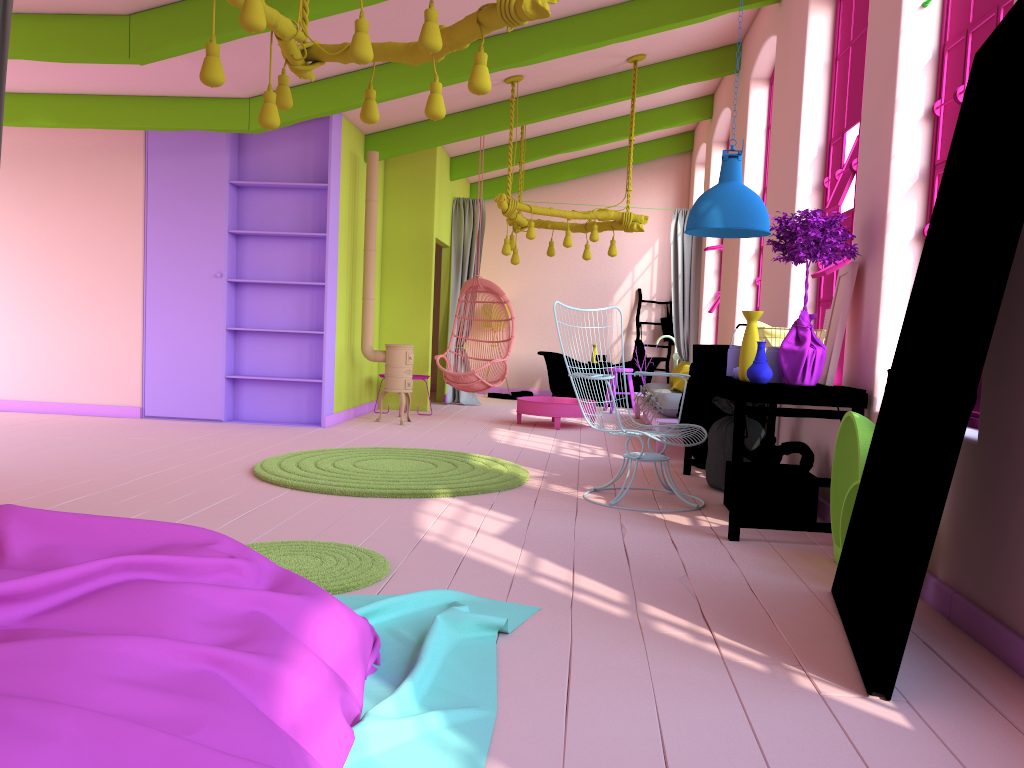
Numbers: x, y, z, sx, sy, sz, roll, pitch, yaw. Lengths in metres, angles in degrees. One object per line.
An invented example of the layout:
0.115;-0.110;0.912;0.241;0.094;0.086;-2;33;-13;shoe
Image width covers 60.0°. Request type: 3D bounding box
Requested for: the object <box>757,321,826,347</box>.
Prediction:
1.654;-0.210;5.545;0.444;0.369;0.632;3;4;5;object

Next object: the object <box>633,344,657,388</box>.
1.839;-0.117;12.065;0.277;0.988;0.451;-1;5;-41;object

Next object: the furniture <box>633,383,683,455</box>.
1.757;0.287;9.404;0.907;0.507;3.773;3;4;5;furniture

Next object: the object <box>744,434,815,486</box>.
1.588;0.546;5.451;0.300;0.448;0.671;1;4;-20;object

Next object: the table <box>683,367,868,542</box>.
1.555;0.356;5.618;0.655;0.821;2.191;3;4;5;table

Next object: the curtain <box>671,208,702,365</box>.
2.278;-0.932;11.680;0.518;2.788;0.525;4;5;24;curtain

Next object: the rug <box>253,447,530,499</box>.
-0.830;0.600;6.255;1.889;0.050;1.887;2;4;-8;rug

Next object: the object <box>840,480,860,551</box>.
1.555;0.646;3.834;0.137;0.463;0.284;2;4;-10;object

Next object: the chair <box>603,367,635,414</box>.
1.403;0.084;11.772;0.473;0.593;0.446;1;4;-27;chair

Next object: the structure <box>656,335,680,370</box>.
2.295;-0.169;12.772;0.254;1.062;0.451;-1;6;-42;structure

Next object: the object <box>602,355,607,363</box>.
1.338;-0.333;12.827;0.069;0.171;0.069;4;5;24;object

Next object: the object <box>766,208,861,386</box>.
1.580;-0.468;4.761;0.441;0.951;0.502;0;5;-35;object

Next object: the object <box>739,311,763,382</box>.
1.306;-0.207;4.857;0.116;0.383;0.115;1;4;-22;object

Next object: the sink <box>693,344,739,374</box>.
1.461;-0.179;6.241;0.340;0.194;0.609;3;4;5;sink

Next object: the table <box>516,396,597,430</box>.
0.489;0.317;9.800;0.885;0.286;0.885;5;4;30;table

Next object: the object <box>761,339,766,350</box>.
1.650;-0.179;5.991;0.165;0.250;0.410;6;5;40;object

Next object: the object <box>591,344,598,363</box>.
1.195;-0.413;12.835;0.097;0.321;0.097;4;4;16;object

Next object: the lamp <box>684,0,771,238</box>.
1.382;-1.933;5.441;0.528;2.004;0.528;6;5;36;lamp

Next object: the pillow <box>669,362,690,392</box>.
1.947;-0.073;9.446;0.578;0.399;1.996;3;4;4;pillow

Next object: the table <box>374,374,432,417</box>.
-1.255;0.123;10.286;0.595;0.459;0.596;6;5;42;table

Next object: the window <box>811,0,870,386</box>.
2.219;-1.426;5.702;0.492;3.006;1.496;3;4;5;window

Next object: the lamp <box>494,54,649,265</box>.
0.460;-2.406;9.575;1.611;2.266;1.774;2;4;-14;lamp

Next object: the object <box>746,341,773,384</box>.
1.305;-0.113;4.664;0.132;0.219;0.132;4;4;21;object

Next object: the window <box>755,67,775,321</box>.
2.417;-1.578;8.148;0.072;3.049;1.274;3;4;5;window

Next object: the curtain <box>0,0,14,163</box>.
-2.512;-0.708;3.963;0.518;2.788;0.524;1;4;-15;curtain

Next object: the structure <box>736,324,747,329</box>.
1.652;-0.270;6.244;0.166;0.397;0.087;4;4;14;structure

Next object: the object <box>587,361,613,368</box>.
1.271;-0.278;12.870;0.360;0.068;1.322;3;4;5;object

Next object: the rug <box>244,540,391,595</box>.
-0.920;0.764;3.718;0.792;0.021;0.792;2;4;-13;rug

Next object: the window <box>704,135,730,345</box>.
2.620;-1.711;10.588;0.551;3.012;1.512;3;4;5;window

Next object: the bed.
-1.411;0.626;1.729;2.802;0.514;3.573;3;4;4;bed

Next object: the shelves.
-2.671;-1.154;8.727;1.841;3.107;0.384;3;4;5;shelves

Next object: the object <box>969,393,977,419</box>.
1.876;0.047;3.817;0.223;0.272;0.223;2;4;-8;object

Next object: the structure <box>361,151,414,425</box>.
-1.250;-0.999;9.363;0.577;2.816;0.403;4;5;22;structure

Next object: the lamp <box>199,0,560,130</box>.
-0.727;-2.316;4.109;1.611;2.266;1.774;2;4;-14;lamp

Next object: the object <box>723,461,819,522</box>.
1.540;0.646;5.316;0.446;0.277;0.521;3;4;5;object

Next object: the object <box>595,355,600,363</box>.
1.225;-0.329;12.673;0.069;0.171;0.069;4;5;24;object

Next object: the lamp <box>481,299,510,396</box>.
-0.294;-0.563;13.610;0.491;1.468;0.476;5;5;34;lamp

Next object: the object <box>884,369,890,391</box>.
1.914;0.042;4.323;0.182;0.223;0.182;1;4;-18;object

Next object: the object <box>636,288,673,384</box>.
2.165;-0.570;13.510;0.603;1.766;0.409;3;4;5;object

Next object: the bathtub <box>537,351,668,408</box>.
1.294;-0.066;12.882;1.889;0.740;0.825;3;4;5;bathtub

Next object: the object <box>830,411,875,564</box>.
1.661;0.497;4.144;0.218;0.734;0.450;3;4;5;object

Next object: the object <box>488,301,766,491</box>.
0.757;-0.324;9.911;2.826;1.581;7.859;3;4;5;object

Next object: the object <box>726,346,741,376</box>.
1.451;-0.149;5.745;0.109;0.197;0.109;2;4;-3;object

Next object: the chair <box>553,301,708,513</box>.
0.799;0.117;5.627;0.924;1.239;1.078;6;5;39;chair

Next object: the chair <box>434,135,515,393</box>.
-0.395;-1.458;10.103;0.860;3.132;0.806;4;5;24;chair

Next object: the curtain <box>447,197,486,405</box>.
-0.645;-1.131;11.917;0.518;2.788;0.524;1;4;-15;curtain

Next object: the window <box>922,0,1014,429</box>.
2.056;-1.323;3.794;0.072;3.049;1.274;3;4;5;window

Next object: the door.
1.460;-0.179;3.039;0.450;2.213;1.152;4;4;15;door

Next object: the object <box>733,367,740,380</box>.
1.396;-0.061;5.309;0.137;0.076;0.076;4;4;24;object

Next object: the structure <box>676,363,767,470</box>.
1.682;0.258;7.118;0.718;0.845;0.717;0;4;-28;structure

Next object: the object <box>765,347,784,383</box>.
1.459;-0.107;4.921;0.109;0.197;0.109;6;5;42;object
